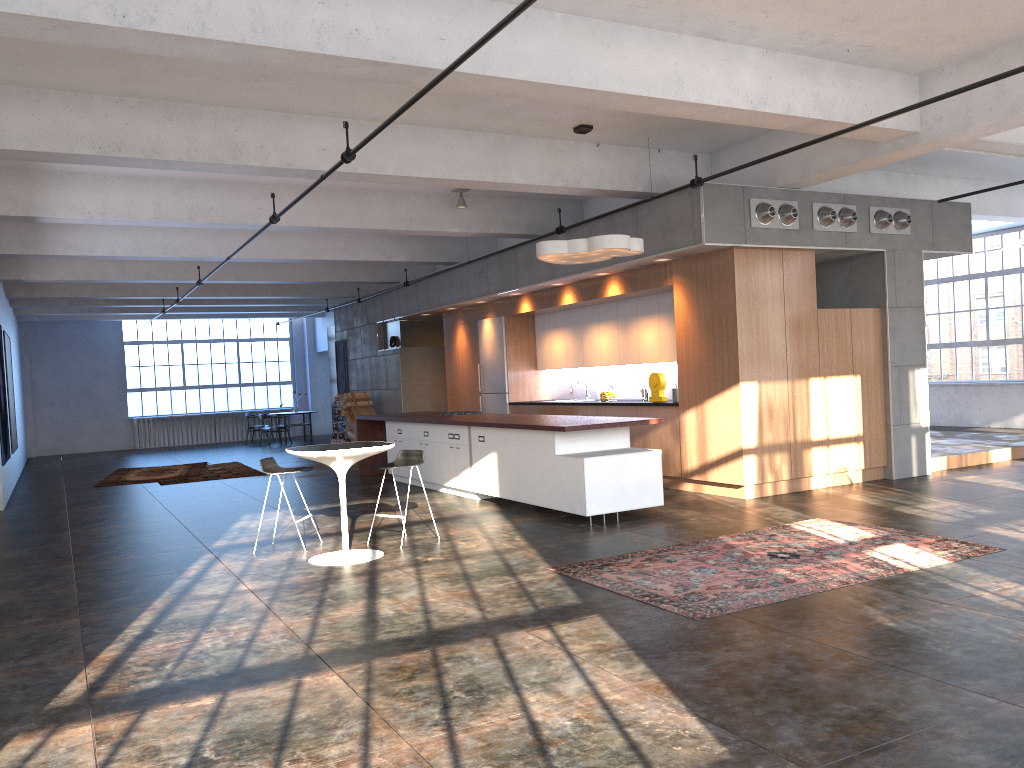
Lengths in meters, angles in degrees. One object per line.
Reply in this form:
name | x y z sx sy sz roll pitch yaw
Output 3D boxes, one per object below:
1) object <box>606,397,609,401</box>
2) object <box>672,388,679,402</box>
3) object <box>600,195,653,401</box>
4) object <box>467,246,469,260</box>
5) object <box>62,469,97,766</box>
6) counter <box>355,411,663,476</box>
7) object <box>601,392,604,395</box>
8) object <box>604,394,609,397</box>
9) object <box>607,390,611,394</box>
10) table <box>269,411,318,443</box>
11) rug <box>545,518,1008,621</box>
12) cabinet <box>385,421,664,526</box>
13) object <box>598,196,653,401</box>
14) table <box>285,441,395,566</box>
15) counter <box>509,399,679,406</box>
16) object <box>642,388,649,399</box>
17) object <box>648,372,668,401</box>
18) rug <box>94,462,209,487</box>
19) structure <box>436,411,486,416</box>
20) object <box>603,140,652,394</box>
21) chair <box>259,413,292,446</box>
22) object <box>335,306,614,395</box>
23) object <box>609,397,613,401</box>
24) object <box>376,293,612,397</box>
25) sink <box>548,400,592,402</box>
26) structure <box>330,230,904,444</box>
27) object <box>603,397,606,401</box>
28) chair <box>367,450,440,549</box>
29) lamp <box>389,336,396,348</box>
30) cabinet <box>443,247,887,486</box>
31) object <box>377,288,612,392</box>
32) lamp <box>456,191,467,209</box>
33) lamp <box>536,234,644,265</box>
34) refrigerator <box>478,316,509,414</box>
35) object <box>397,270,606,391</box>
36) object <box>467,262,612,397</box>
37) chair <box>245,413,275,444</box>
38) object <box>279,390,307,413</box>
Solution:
object | 1.350 0.206 12.490 0.051 0.057 0.060 -3 1 9
object | 2.039 0.133 10.757 0.188 0.170 0.193 -3 1 21
object | 1.415 -0.911 11.136 0.058 2.311 2.897 -3 1 -8
object | 1.330 0.158 12.536 0.050 0.053 0.064 -3 1 10
object | -0.951 1.540 14.651 20.084 0.001 26.721 -3 1 -28
counter | -0.467 0.912 11.525 1.162 0.972 6.538 -4 1 -27
object | -0.720 -0.843 15.217 0.054 2.170 6.732 -4 1 -36
object | -0.049 -0.895 18.110 0.062 2.211 11.691 -3 1 -13
object | 1.365 0.115 12.498 0.064 0.051 0.052 -4 1 -36
table | -5.989 1.211 24.419 1.296 0.852 1.323 -3 1 16
rug | 1.927 1.291 6.597 2.934 0.029 1.822 -3 1 -28
cabinet | -0.199 0.932 10.987 0.938 0.931 5.548 -4 1 -27
object | -0.063 0.699 18.845 0.960 1.215 13.024 -3 1 -16
table | -1.427 1.000 7.486 0.842 0.952 0.814 -4 1 -28
counter | 1.673 0.240 12.747 1.635 0.039 4.381 -3 1 -28
object | 1.820 0.113 12.054 0.061 0.210 0.142 -4 2 -28
object | 1.866 0.037 11.373 0.101 0.381 0.269 -4 2 -27
rug | -6.602 1.647 16.481 1.900 0.048 3.476 -3 0 -18
structure | -0.725 0.428 12.428 0.521 0.072 0.628 -3 1 -28
object | 1.312 0.122 12.501 0.058 0.060 0.052 -3 1 -5
chair | -6.228 1.182 23.218 0.686 0.865 0.713 -4 2 -41
object | 1.422 0.135 12.550 0.052 0.052 0.062 -3 1 20
object | 1.398 0.209 12.530 0.072 0.063 0.065 -2 1 27
object | 1.393 0.172 12.585 0.062 0.053 0.052 -3 1 15
sink | 0.846 0.350 13.316 0.532 0.192 0.716 -3 1 -28
structure | -3.377 0.832 18.541 0.649 1.316 1.879 -4 1 -27
object | 1.308 0.215 12.528 0.062 0.053 0.052 -4 1 -40
chair | -1.011 1.064 8.075 0.454 0.896 0.515 -2 2 39
lamp | -2.370 -0.833 17.737 0.168 0.259 0.216 -2 2 44
cabinet | 1.654 -0.183 13.570 2.420 2.564 7.962 -4 1 -27
object | 1.407 0.124 12.606 0.062 0.053 0.052 -3 1 20
lamp | -0.675 -2.456 11.780 0.155 0.216 0.157 -3 1 10
lamp | 0.827 -1.383 9.164 1.066 0.130 1.019 -3 1 18
refrigerator | -0.251 0.005 14.746 0.224 2.192 0.938 -4 2 -30
object | 1.346 0.113 12.632 0.059 0.060 0.051 -3 1 6
object | 1.381 0.159 12.516 0.052 0.053 0.061 -3 1 -21
chair | -6.959 1.211 24.392 0.674 0.865 0.726 -3 1 -1
object | -6.018 0.469 24.385 0.787 0.625 0.235 -3 2 -26
